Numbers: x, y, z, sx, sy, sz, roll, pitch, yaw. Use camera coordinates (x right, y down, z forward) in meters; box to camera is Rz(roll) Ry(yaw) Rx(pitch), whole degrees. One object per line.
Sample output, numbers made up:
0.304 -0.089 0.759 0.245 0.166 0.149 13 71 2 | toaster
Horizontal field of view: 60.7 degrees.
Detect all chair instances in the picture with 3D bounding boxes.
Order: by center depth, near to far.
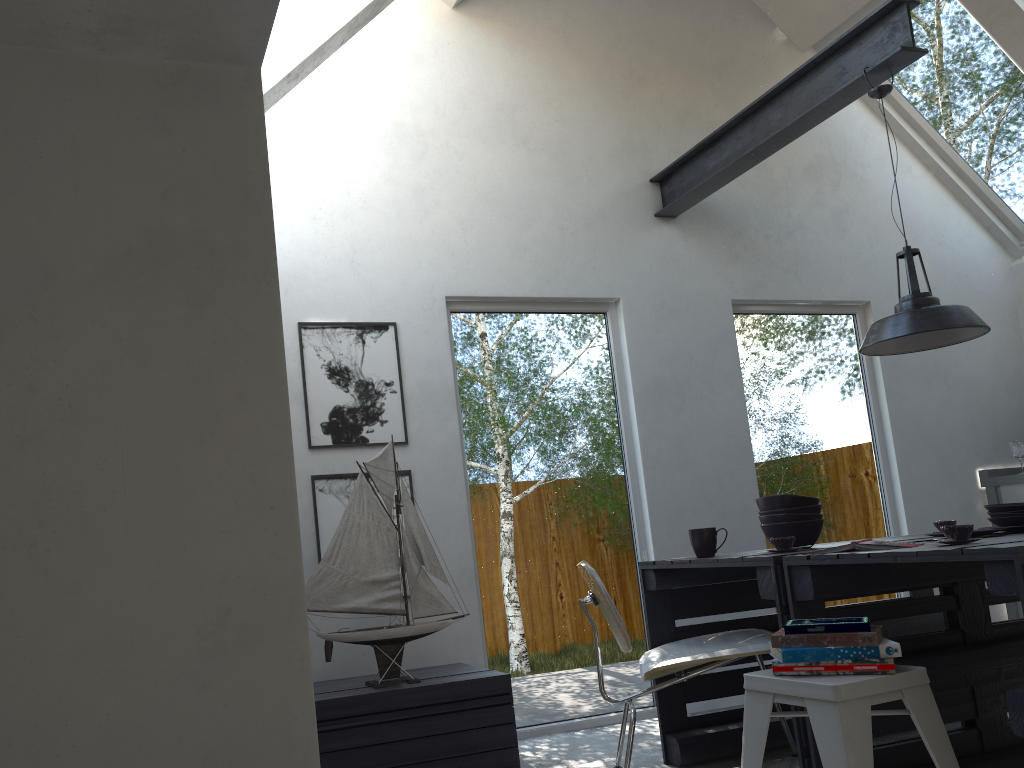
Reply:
0.875 1.006 2.289 0.416 0.500 0.445 -1 -9 -27 | chair
0.661 1.025 3.177 0.790 0.812 0.687 -7 -8 8 | chair

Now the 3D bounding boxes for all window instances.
0.203 0.630 4.355 0.946 2.109 0.062 -3 -7 -20 | window
1.721 0.594 4.889 0.946 2.109 0.062 -3 -7 -20 | window
2.689 -1.514 4.987 1.426 1.384 0.874 -2 -8 -21 | window

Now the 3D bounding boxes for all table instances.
1.568 0.918 2.972 1.445 0.790 1.687 -1 -10 -22 | table
-0.509 1.392 3.476 0.890 0.411 0.551 -1 -10 -21 | table

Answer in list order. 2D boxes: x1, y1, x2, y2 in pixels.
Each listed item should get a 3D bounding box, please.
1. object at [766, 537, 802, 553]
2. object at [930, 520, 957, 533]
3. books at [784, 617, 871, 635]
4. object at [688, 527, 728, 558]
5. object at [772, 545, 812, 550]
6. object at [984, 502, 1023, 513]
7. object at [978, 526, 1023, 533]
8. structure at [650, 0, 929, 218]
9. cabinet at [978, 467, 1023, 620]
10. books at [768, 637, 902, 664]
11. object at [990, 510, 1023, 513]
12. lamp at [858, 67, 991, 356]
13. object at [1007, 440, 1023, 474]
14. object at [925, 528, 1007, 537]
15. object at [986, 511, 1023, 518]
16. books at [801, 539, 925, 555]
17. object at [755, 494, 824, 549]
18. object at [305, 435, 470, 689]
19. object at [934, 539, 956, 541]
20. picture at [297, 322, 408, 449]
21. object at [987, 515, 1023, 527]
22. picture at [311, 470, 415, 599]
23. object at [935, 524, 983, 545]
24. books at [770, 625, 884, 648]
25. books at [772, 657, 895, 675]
0.948 0.561 3.056 0.110 0.056 0.124 1 -12 -34 | object
1.764 0.582 3.557 0.110 0.056 0.124 1 -12 -34 | object
0.845 0.648 2.343 0.215 0.025 0.138 -10 -11 24 | books
0.738 0.601 3.315 0.095 0.108 0.138 -1 -10 -31 | object
0.983 0.578 3.076 0.137 0.013 0.027 -8 -10 17 | object
1.758 0.433 3.001 0.220 0.058 0.241 -1 -11 -22 | object
1.768 0.491 2.989 0.303 0.024 0.292 -7 -11 9 | object
0.945 -1.066 4.431 0.130 0.207 2.659 -2 -11 -25 | structure
3.651 0.555 3.867 0.544 1.464 3.004 -3 -10 -25 | cabinet
0.852 0.708 2.335 0.292 0.033 0.195 -7 -11 10 | books
1.764 0.443 2.995 0.221 0.062 0.239 -2 -11 -18 | object
1.476 -0.692 3.335 0.413 1.087 0.454 -3 -8 -22 | lamp
2.906 0.421 5.000 0.093 0.190 0.104 -2 -8 -29 | object
1.512 0.500 2.916 0.227 0.019 0.245 -2 -11 -18 | object
1.763 0.455 2.991 0.222 0.062 0.239 -2 -11 -18 | object
1.086 0.498 2.709 0.325 0.030 0.211 -13 -13 35 | books
1.071 0.529 3.354 0.206 0.212 0.203 -2 -9 -21 | object
-0.558 0.693 3.477 0.759 0.981 0.147 -3 -7 -20 | object
1.231 0.449 2.501 0.028 0.013 0.132 -5 -10 1 | object
-0.732 0.002 4.032 0.454 0.578 0.027 -3 -7 -20 | picture
1.764 0.471 2.991 0.239 0.047 0.222 -9 -11 18 | object
-0.654 0.691 3.954 0.454 0.578 0.027 -3 -7 -20 | picture
1.261 0.424 2.472 0.113 0.056 0.121 -3 -10 -15 | object
0.845 0.677 2.343 0.270 0.032 0.166 -11 -12 29 | books
0.856 0.741 2.331 0.300 0.035 0.189 -10 -11 24 | books
